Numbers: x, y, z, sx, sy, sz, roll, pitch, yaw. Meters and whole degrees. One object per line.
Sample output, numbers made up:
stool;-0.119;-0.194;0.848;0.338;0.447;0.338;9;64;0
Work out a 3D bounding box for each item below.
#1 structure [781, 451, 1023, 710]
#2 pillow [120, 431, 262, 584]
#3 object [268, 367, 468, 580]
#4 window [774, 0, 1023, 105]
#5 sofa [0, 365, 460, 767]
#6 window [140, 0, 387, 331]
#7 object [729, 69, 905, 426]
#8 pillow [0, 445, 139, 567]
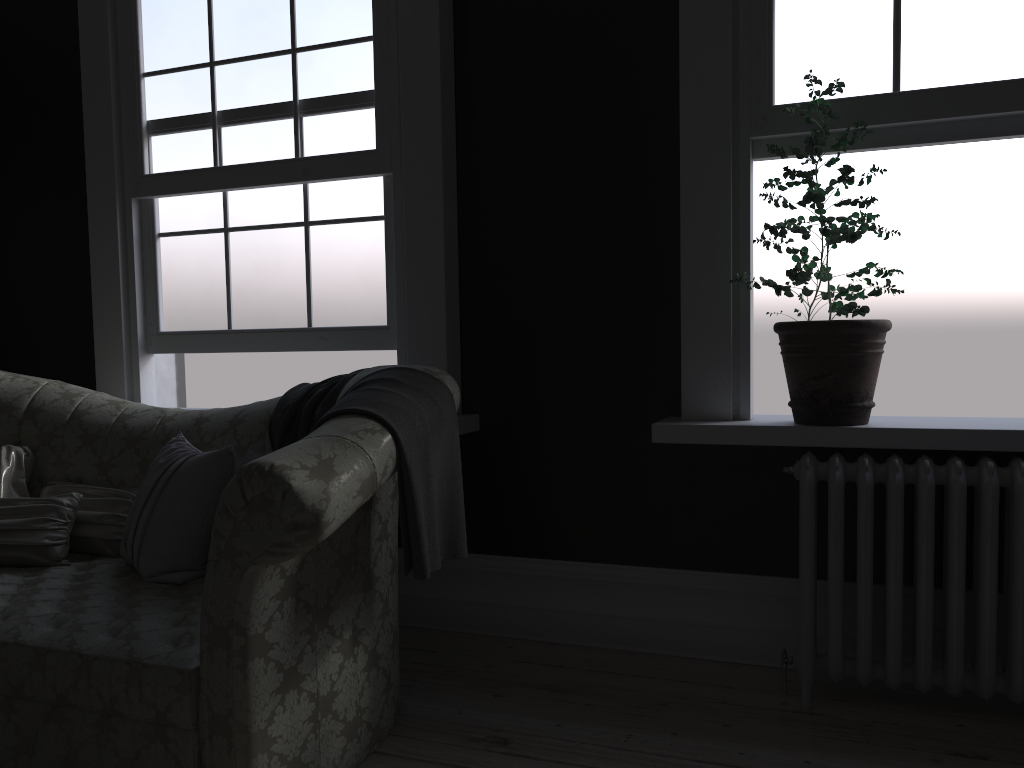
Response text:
structure;1.440;0.648;2.785;1.141;0.849;0.276;0;4;21
pillow;-0.976;0.418;2.951;0.964;0.462;0.404;1;4;29
object;-0.511;0.233;2.917;0.517;0.585;1.366;-2;3;-19
window;1.474;-1.380;2.854;1.263;1.018;0.056;0;4;21
sofa;-1.439;0.525;3.190;2.813;1.162;1.604;0;3;22
window;-1.105;-1.053;3.881;1.263;1.674;0.056;0;4;21
object;1.037;-0.433;2.933;0.505;1.135;0.474;-3;4;-29
pillow;-1.915;0.440;3.294;1.105;0.416;0.528;0;3;21
